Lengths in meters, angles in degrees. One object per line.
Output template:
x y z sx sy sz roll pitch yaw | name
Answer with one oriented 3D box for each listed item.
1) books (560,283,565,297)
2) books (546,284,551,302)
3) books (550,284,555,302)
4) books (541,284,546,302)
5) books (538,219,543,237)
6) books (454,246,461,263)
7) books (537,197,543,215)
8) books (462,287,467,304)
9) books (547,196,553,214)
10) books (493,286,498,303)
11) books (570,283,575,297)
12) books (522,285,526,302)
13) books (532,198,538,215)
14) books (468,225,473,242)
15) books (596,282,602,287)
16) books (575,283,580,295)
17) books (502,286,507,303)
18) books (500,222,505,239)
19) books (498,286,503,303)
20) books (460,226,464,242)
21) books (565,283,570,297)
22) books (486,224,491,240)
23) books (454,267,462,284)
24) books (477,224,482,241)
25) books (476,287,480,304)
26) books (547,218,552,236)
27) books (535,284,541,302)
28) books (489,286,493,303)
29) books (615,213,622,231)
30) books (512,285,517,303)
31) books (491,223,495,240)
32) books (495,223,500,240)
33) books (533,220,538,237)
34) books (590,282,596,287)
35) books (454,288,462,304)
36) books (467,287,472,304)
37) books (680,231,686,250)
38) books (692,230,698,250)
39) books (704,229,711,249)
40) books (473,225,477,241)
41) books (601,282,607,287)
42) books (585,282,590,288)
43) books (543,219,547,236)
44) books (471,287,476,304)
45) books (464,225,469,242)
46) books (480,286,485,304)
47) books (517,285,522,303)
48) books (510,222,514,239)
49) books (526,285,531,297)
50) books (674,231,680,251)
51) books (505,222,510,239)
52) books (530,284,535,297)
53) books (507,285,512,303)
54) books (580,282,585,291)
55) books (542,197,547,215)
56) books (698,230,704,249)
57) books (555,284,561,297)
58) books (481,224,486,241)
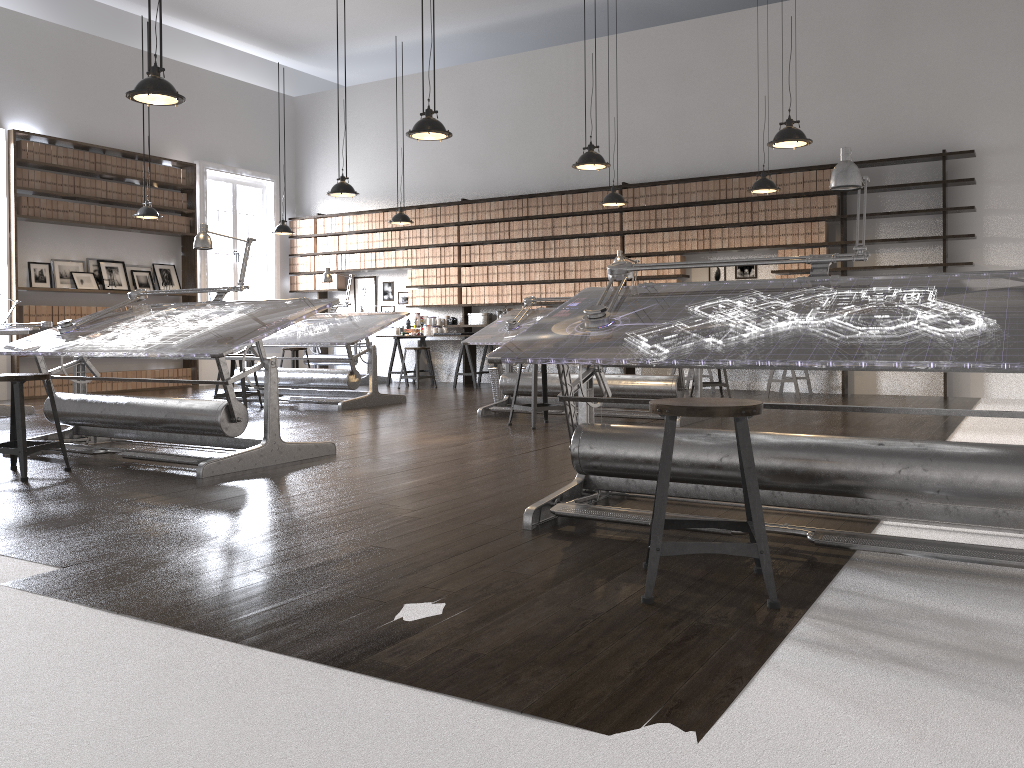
0.674 -1.141 11.059 0.067 0.225 0.175 0 2 31 | books
0.494 -1.146 11.172 0.067 0.225 0.174 0 2 31 | books
0.552 -1.145 11.134 0.067 0.225 0.175 0 2 31 | books
0.432 -1.148 11.204 0.067 0.225 0.174 0 2 31 | books
0.402 -1.964 11.209 0.067 0.225 0.175 0 2 31 | books
-0.705 -1.726 11.878 0.067 0.225 0.175 0 2 31 | books
0.393 -2.241 11.211 0.067 0.225 0.174 0 2 31 | books
-0.590 -1.175 11.810 0.067 0.225 0.175 0 2 31 | books
0.514 -2.238 11.141 0.067 0.225 0.175 0 2 31 | books
-0.174 -1.164 11.562 0.067 0.225 0.175 0 2 31 | books
0.784 -1.138 10.990 0.067 0.225 0.175 0 2 31 | books
0.198 -1.154 11.347 0.067 0.225 0.175 0 2 31 | books
0.330 -2.243 11.245 0.067 0.225 0.175 0 2 31 | books
-0.502 -1.988 11.747 0.067 0.225 0.175 0 2 31 | books
1.089 -1.130 10.809 0.067 0.225 0.175 0 2 31 | books
0.845 -1.137 10.961 0.067 0.225 0.175 0 2 31 | books
-0.052 -1.161 11.496 0.067 0.225 0.174 0 2 31 | books
-0.085 -1.977 11.504 0.067 0.225 0.175 0 2 31 | books
-0.113 -1.163 11.532 0.067 0.225 0.175 0 2 31 | books
-0.619 -1.992 11.824 0.067 0.225 0.174 0 2 31 | books
0.729 -1.140 11.028 0.067 0.225 0.175 0 2 31 | books
-0.268 -1.982 11.613 0.067 0.225 0.175 0 2 31 | books
-0.703 -1.449 11.873 0.067 0.225 0.175 0 2 31 | books
-0.384 -1.985 11.681 0.067 0.225 0.175 0 2 31 | books
-0.405 -1.171 11.706 0.067 0.225 0.175 0 2 31 | books
0.512 -1.961 11.140 0.067 0.225 0.175 0 2 31 | books
0.368 -1.149 11.238 0.067 0.225 0.175 0 2 31 | books
-0.228 -1.166 11.600 0.067 0.225 0.175 0 2 31 | books
1.302 -1.940 10.674 0.067 0.225 0.175 0 2 31 | books
0.070 -1.158 11.423 0.067 0.225 0.175 0 2 31 | books
-0.207 -1.980 11.577 0.067 0.225 0.174 0 2 31 | books
-0.148 -1.979 11.537 0.067 0.225 0.174 0 2 31 | books
0.339 -1.965 11.245 0.067 0.225 0.175 0 2 31 | books
1.028 -1.132 10.852 0.067 0.225 0.175 0 2 31 | books
-0.703 -1.178 11.879 0.067 0.225 0.175 0 2 31 | books
-0.526 -1.174 11.775 0.067 0.225 0.174 0 2 31 | books
2.007 -1.652 10.259 0.067 0.225 0.175 0 2 31 | books
2.127 -1.649 10.182 0.067 0.225 0.174 0 2 31 | books
2.252 -1.645 10.107 0.067 0.225 0.175 0 2 31 | books
-0.439 -1.986 11.712 0.067 0.225 0.175 0 2 31 | books
1.156 -1.128 10.776 0.067 0.225 0.175 0 2 31 | books
0.964 -1.133 10.884 0.067 0.225 0.174 0 2 31 | books
0.457 -1.963 11.179 0.067 0.225 0.175 0 2 31 | books
-0.464 -1.172 11.743 0.067 0.225 0.174 0 2 31 | books
-0.560 -1.990 11.786 0.067 0.225 0.175 0 2 31 | books
-0.347 -1.169 11.666 0.067 0.225 0.175 0 2 31 | books
0.132 -1.156 11.380 0.067 0.225 0.175 0 2 31 | books
0.043 -1.974 11.428 0.067 0.225 0.175 0 2 31 | books
0.254 -1.153 11.311 0.067 0.225 0.175 0 2 31 | books
1.946 -1.653 10.288 0.067 0.225 0.175 0 2 31 | books
-0.023 -1.975 11.461 0.067 0.225 0.175 0 2 31 | books
0.305 -1.151 11.275 0.067 0.225 0.175 0 2 31 | books
0.007 -1.159 11.456 0.067 0.225 0.174 0 2 31 | books
0.906 -1.135 10.924 0.067 0.225 0.174 0 2 31 | books
0.455 -2.240 11.178 0.067 0.225 0.174 0 2 31 | books
2.190 -1.647 10.150 0.067 0.225 0.175 0 2 31 | books
0.611 -1.143 11.095 0.067 0.225 0.175 0 2 31 | books
-0.329 -1.983 11.643 0.067 0.225 0.175 0 2 31 | books
